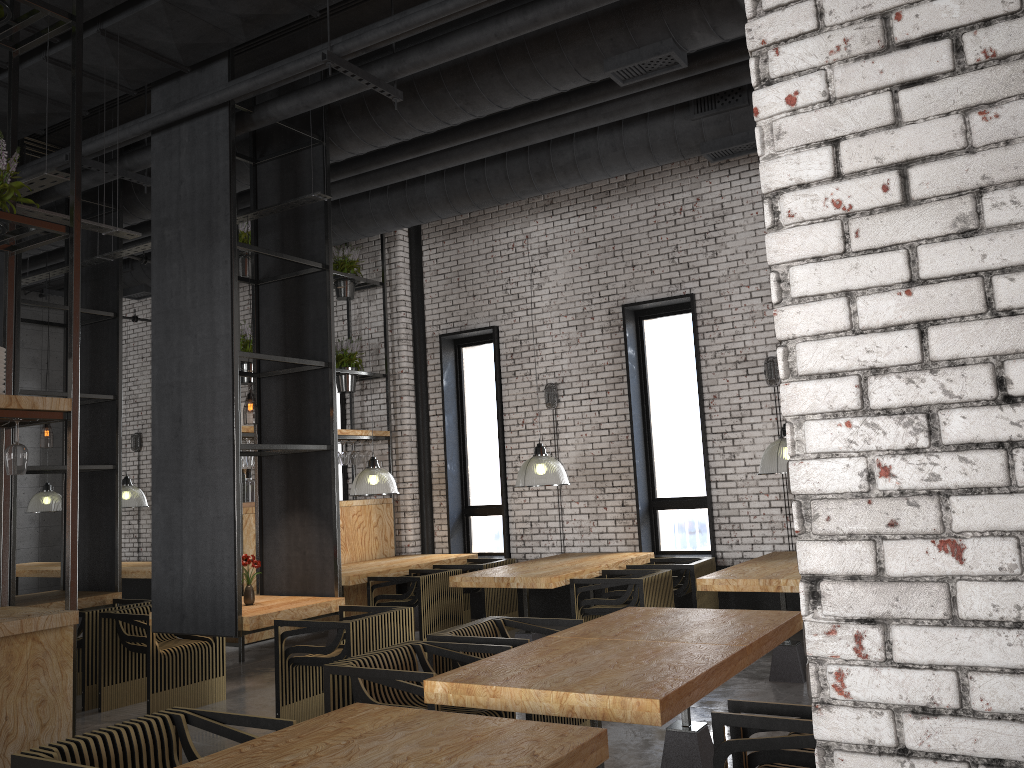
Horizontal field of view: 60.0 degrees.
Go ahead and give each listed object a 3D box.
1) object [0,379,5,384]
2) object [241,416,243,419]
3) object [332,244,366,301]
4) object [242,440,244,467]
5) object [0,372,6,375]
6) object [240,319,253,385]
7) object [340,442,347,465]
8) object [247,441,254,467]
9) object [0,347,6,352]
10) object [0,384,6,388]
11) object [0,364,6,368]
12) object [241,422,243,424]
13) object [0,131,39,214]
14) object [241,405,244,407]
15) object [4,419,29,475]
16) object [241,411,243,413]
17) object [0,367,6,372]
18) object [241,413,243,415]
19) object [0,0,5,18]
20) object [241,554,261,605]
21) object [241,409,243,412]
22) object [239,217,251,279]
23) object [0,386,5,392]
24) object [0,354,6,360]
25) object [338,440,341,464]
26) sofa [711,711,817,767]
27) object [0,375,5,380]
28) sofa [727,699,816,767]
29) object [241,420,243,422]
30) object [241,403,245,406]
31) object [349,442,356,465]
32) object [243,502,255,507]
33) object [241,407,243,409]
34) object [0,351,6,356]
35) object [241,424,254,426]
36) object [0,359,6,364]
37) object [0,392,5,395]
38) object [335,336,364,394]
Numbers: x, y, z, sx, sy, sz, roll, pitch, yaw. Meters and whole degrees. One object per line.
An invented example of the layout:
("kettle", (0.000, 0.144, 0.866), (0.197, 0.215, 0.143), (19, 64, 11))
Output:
("object", (-2.568, 0.003, 4.157), (0.335, 0.040, 0.334), (-3, -6, -5))
("object", (-2.760, 0.361, 8.996), (0.334, 0.039, 0.334), (-3, -6, -3))
("object", (-1.997, -1.289, 10.591), (0.466, 0.560, 0.416), (-9, -9, 41))
("object", (-2.800, 0.717, 9.108), (0.101, 0.268, 0.100), (0, -8, -22))
("object", (-2.570, -0.036, 4.162), (0.334, 0.040, 0.334), (2, -8, -37))
("object", (-2.732, -0.278, 9.181), (0.467, 0.560, 0.415), (-3, -7, -4))
("object", (-1.983, 0.822, 10.441), (0.101, 0.268, 0.100), (1, -8, -28))
("object", (-2.723, 0.726, 9.233), (0.101, 0.268, 0.100), (0, -8, -22))
("object", (-2.577, -0.148, 4.177), (0.334, 0.039, 0.334), (-4, -6, 5))
("object", (-2.567, 0.022, 4.155), (0.335, 0.037, 0.334), (-3, -6, -3))
("object", (-2.572, -0.071, 4.166), (0.334, 0.043, 0.334), (-5, -7, 15))
("object", (-2.757, 0.418, 8.989), (0.334, 0.046, 0.334), (-4, -7, 12))
("object", (-2.598, -0.837, 4.257), (0.416, 0.560, 0.466), (-6, -8, 25))
("object", (-2.765, 0.249, 9.011), (0.334, 0.039, 0.334), (-4, -6, 6))
("object", (-2.320, 0.291, 4.154), (0.101, 0.268, 0.100), (-2, -7, -5))
("object", (-2.762, 0.306, 9.003), (0.334, 0.043, 0.334), (-5, -7, 15))
("object", (-2.571, -0.051, 4.164), (0.334, 0.039, 0.334), (-8, -8, 39))
("object", (-2.761, 0.326, 9.000), (0.334, 0.039, 0.334), (-8, -8, 39))
("object", (-2.734, -1.947, 4.397), (0.416, 0.560, 0.466), (2, -9, -34))
("object", (-1.881, 1.402, 6.380), (0.156, 0.356, 0.170), (-2, -7, -11))
("object", (-2.764, 0.287, 9.006), (0.334, 0.041, 0.334), (-3, -6, 0))
("object", (-2.834, -1.384, 9.342), (0.416, 0.560, 0.466), (-4, -7, 5))
("object", (-2.567, 0.041, 4.153), (0.334, 0.046, 0.334), (-4, -7, 12))
("object", (-2.575, -0.110, 4.172), (0.334, 0.044, 0.334), (-3, -6, 2))
("object", (-1.970, 0.762, 9.919), (0.101, 0.268, 0.100), (0, -8, -22))
("sofa", (0.491, 1.361, 1.987), (0.639, 0.732, 1.803), (-7, -8, 31))
("object", (-2.570, -0.017, 4.160), (0.334, 0.039, 0.334), (-3, -6, -3))
("sofa", (1.512, 1.493, 3.654), (0.639, 0.732, 1.803), (-7, -8, 31))
("object", (-2.757, 0.399, 8.991), (0.335, 0.037, 0.334), (-3, -6, -3))
("object", (-2.767, 0.229, 9.014), (0.334, 0.039, 0.334), (-4, -6, 5))
("object", (-1.907, 0.832, 10.566), (0.101, 0.268, 0.100), (1, -8, -28))
("object", (-2.756, 1.221, 8.909), (0.411, 0.050, 0.411), (-7, -7, 30))
("object", (-2.765, 0.268, 9.009), (0.334, 0.044, 0.334), (-3, -6, 2))
("object", (-2.575, -0.129, 4.174), (0.334, 0.039, 0.334), (-4, -6, 6))
("object", (-2.755, 0.438, 8.986), (0.335, 0.033, 0.334), (-1, -7, -21))
("object", (-2.574, -0.090, 4.170), (0.334, 0.041, 0.334), (-3, -6, 0))
("object", (-2.565, 0.061, 4.150), (0.334, 0.033, 0.334), (-8, -8, 39))
("object", (-1.961, -0.178, 10.444), (0.416, 0.560, 0.466), (3, -9, -39))
